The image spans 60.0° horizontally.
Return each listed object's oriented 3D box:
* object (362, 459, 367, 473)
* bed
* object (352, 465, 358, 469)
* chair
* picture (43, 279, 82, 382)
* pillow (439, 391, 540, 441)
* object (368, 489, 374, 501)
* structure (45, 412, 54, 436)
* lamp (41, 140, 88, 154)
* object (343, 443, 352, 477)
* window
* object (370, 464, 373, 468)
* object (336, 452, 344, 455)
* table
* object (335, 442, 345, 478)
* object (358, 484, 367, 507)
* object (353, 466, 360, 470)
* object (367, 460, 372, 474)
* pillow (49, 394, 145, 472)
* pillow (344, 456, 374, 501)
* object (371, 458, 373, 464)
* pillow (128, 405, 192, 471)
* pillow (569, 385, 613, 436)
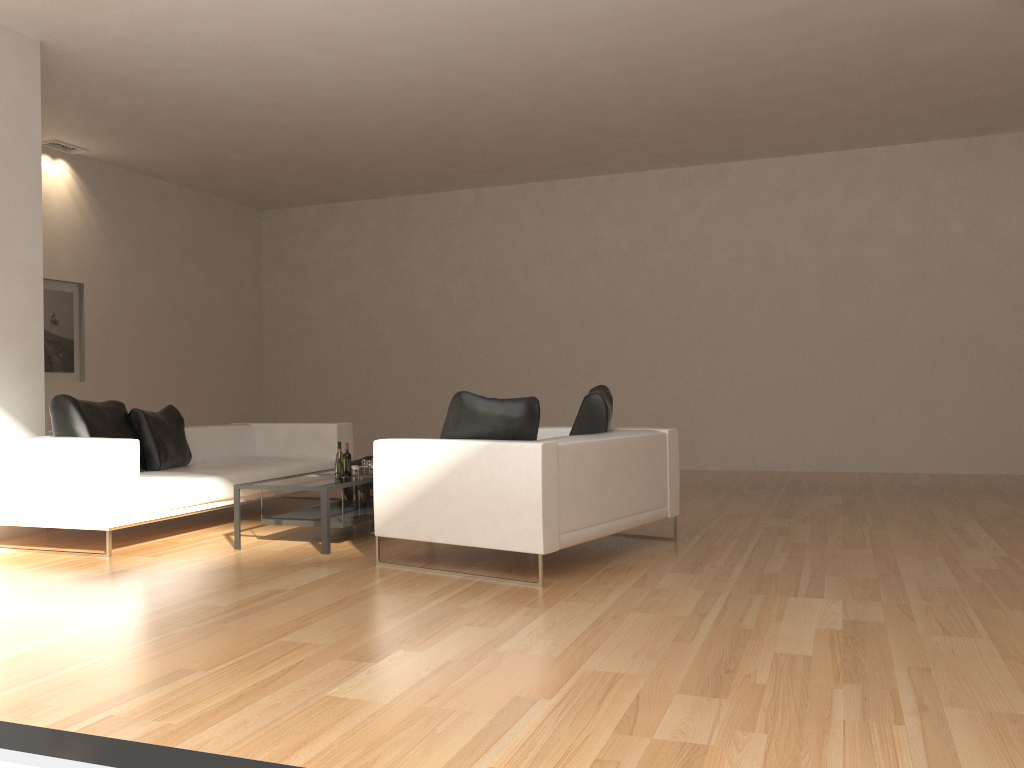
[{"bbox_3d":[-1.091,0.608,6.560,0.039,0.101,0.039,-1,0,-22],"label":"object"},{"bbox_3d":[-2.579,0.740,7.251,1.262,0.761,3.075,-1,0,20],"label":"bed"},{"bbox_3d":[-1.224,0.646,6.903,0.052,0.021,0.052,-1,0,-2],"label":"object"},{"bbox_3d":[0.125,0.680,5.593,1.262,0.761,1.671,-1,-1,35],"label":"chair"},{"bbox_3d":[-5.030,-0.578,9.712,0.005,1.155,0.802,-1,0,20],"label":"picture"},{"bbox_3d":[-0.149,0.337,5.124,0.660,0.598,0.291,-1,0,10],"label":"pillow"},{"bbox_3d":[-1.137,0.977,7.184,0.059,0.244,0.059,-1,0,-3],"label":"object"},{"bbox_3d":[-5.143,0.451,6.524,1.839,1.403,4.625,-1,0,20],"label":"structure"},{"bbox_3d":[-4.884,-2.650,9.650,0.243,0.166,0.446,-1,0,20],"label":"lamp"},{"bbox_3d":[-1.178,0.541,6.339,0.059,0.244,0.059,-1,0,21],"label":"object"},{"bbox_3d":[-1.301,-0.572,2.459,5.198,3.189,0.152,-1,0,20],"label":"window"},{"bbox_3d":[-1.093,0.644,6.957,0.052,0.021,0.052,-1,0,-2],"label":"object"},{"bbox_3d":[-1.246,0.542,6.421,0.057,0.248,0.057,-1,-1,38],"label":"object"},{"bbox_3d":[-1.228,0.891,6.458,0.709,0.460,1.566,-1,0,20],"label":"table"},{"bbox_3d":[-1.211,0.534,6.232,0.067,0.257,0.068,-1,-1,39],"label":"object"},{"bbox_3d":[-1.122,0.816,6.632,0.065,0.217,0.065,-1,0,3],"label":"object"},{"bbox_3d":[-1.198,0.644,6.811,0.052,0.021,0.052,-1,0,-2],"label":"object"},{"bbox_3d":[-1.037,0.607,6.455,0.039,0.101,0.039,-1,-1,-28],"label":"object"},{"bbox_3d":[-3.021,0.404,6.492,0.346,0.666,0.755,-1,0,6],"label":"pillow"},{"bbox_3d":[-1.392,0.913,8.297,0.340,0.457,0.503,-1,-1,39],"label":"pillow"},{"bbox_3d":[-1.043,0.609,6.706,0.039,0.101,0.039,-1,0,-22],"label":"object"},{"bbox_3d":[-2.815,0.430,7.108,0.270,0.524,0.628,-1,0,4],"label":"pillow"},{"bbox_3d":[0.510,0.339,5.901,0.324,0.666,0.506,-1,0,10],"label":"pillow"}]
